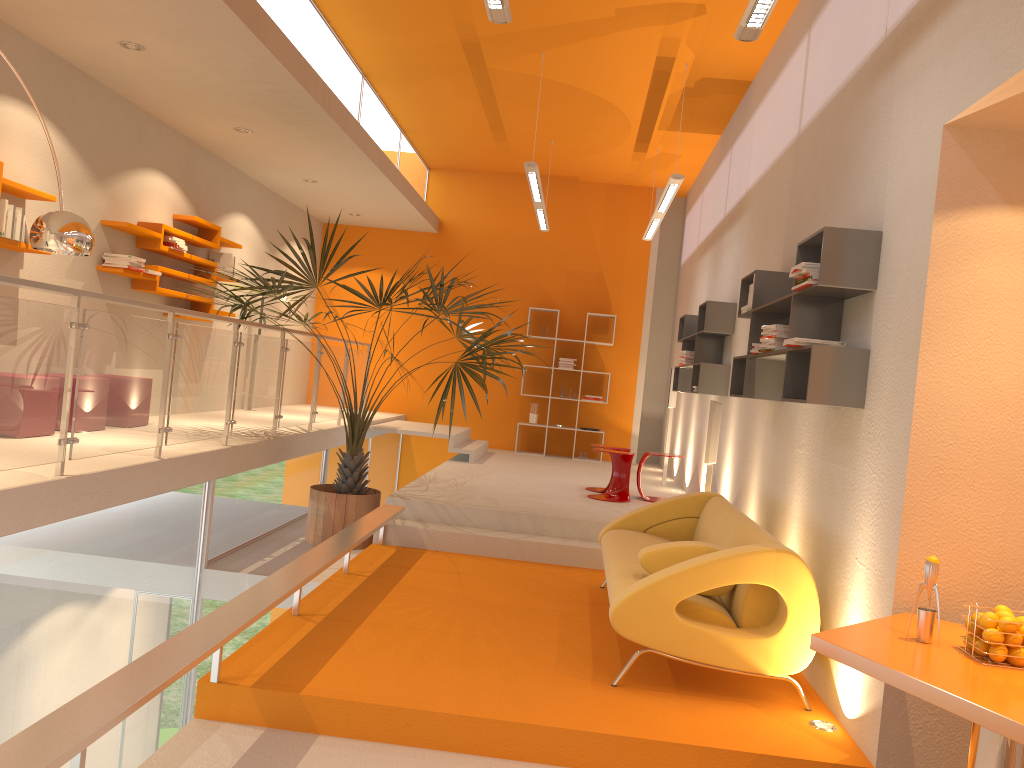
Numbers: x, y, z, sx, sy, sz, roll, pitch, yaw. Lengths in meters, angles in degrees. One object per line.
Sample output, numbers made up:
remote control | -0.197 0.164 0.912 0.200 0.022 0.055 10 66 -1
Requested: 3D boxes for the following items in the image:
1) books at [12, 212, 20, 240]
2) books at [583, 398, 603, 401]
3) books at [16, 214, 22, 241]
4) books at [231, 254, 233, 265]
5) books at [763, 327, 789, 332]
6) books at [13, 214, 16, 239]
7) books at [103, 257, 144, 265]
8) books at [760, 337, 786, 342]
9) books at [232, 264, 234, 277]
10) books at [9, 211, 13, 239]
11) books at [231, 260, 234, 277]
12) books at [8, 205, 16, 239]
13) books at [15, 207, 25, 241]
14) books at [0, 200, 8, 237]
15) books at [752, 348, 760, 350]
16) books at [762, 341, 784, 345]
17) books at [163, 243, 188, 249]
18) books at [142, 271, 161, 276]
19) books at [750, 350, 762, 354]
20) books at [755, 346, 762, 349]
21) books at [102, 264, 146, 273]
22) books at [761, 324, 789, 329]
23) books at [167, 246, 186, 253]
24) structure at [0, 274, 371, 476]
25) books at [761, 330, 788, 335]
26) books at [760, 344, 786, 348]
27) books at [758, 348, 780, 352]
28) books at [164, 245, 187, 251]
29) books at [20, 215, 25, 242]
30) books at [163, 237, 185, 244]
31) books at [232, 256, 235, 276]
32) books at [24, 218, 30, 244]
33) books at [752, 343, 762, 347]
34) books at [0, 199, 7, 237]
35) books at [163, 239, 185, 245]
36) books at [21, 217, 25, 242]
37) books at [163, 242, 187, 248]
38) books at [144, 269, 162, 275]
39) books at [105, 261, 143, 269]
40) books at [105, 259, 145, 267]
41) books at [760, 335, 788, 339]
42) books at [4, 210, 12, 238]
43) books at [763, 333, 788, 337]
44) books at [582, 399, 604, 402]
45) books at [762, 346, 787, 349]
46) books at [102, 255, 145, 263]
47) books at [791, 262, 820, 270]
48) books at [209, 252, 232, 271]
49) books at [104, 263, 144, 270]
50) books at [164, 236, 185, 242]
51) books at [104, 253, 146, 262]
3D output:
books | -3.209 -0.998 5.560 0.230 0.169 0.027 6 1 4
books | 1.103 0.216 12.086 0.268 0.011 0.190 6 1 6
books | -3.215 -0.999 5.588 0.230 0.169 0.027 6 1 4
books | -2.948 -1.212 8.956 0.230 0.227 0.017 6 1 4
books | 1.503 -0.287 4.856 0.190 0.015 0.254 6 1 1
books | -3.208 -0.991 5.542 0.207 0.156 0.009 6 1 4
books | -3.087 -0.977 7.057 0.230 0.017 0.227 6 1 -1
books | 1.510 -0.230 4.853 0.230 0.017 0.226 6 1 -6
books | -2.947 -1.183 9.006 0.230 0.169 0.027 6 1 4
books | -3.221 -0.999 5.503 0.230 0.169 0.027 6 1 4
books | -2.941 -1.182 8.978 0.230 0.169 0.027 6 1 4
books | -3.205 -1.018 5.526 0.207 0.210 0.021 6 1 4
books | -3.199 -1.018 5.611 0.207 0.210 0.021 6 1 4
books | -3.222 -1.027 5.453 0.230 0.227 0.017 6 1 4
books | 1.522 -0.188 5.213 0.190 0.011 0.268 6 1 21
books | 1.496 -0.216 4.856 0.190 0.015 0.254 6 1 1
books | -3.007 -1.209 7.776 0.254 0.015 0.190 6 1 0
books | -3.077 -0.923 7.347 0.254 0.015 0.190 6 1 11
books | 1.519 -0.176 5.209 0.210 0.013 0.297 6 1 19
books | 1.526 -0.201 5.222 0.190 0.015 0.254 6 1 15
books | -3.084 -0.920 7.060 0.210 0.013 0.297 6 1 4
books | 1.517 -0.301 4.852 0.230 0.017 0.226 6 1 -6
books | -3.025 -1.186 7.782 0.210 0.013 0.297 6 1 4
structure | -2.157 -0.015 4.773 0.195 0.900 11.050 6 1 4
books | 1.504 -0.272 4.864 0.190 0.015 0.254 6 1 -5
books | 1.497 -0.201 4.864 0.190 0.015 0.254 6 1 -5
books | 1.495 -0.175 4.851 0.210 0.013 0.297 6 1 -1
books | -3.018 -1.197 7.776 0.268 0.011 0.190 6 1 6
books | -3.213 -0.999 5.643 0.230 0.169 0.023 6 1 4
books | -3.016 -1.258 7.762 0.190 0.015 0.254 6 1 11
books | -2.931 -1.202 9.029 0.207 0.210 0.021 6 1 4
books | -3.211 -0.990 5.686 0.230 0.150 0.091 6 1 4
books | 1.522 -0.216 5.216 0.190 0.015 0.254 6 1 21
books | -3.216 -1.027 5.434 0.230 0.227 0.017 6 1 4
books | -3.016 -1.242 7.767 0.227 0.017 0.230 6 1 -1
books | -3.201 -0.992 5.627 0.207 0.156 0.009 6 1 4
books | -3.013 -1.225 7.779 0.254 0.015 0.190 6 1 6
books | -3.070 -0.939 7.359 0.226 0.017 0.230 6 1 4
books | -3.081 -0.945 7.046 0.190 0.015 0.254 6 1 0
books | -3.076 -0.960 7.053 0.190 0.015 0.254 6 1 6
books | 1.502 -0.246 4.850 0.210 0.013 0.297 6 1 -1
books | -3.215 -0.998 5.474 0.230 0.169 0.027 6 1 4
books | 1.504 -0.258 4.854 0.190 0.011 0.268 6 1 1
books | 1.098 0.227 12.087 0.296 0.013 0.210 6 1 4
books | 1.497 -0.187 4.854 0.190 0.011 0.268 6 1 1
books | -3.090 -0.994 7.059 0.254 0.015 0.190 6 1 11
books | 1.459 -0.542 4.187 0.226 0.017 0.230 6 1 4
books | -2.942 -1.211 8.937 0.230 0.227 0.017 6 1 4
books | -3.083 -0.932 7.056 0.190 0.011 0.268 6 1 6
books | -3.026 -1.275 7.767 0.230 0.017 0.226 6 1 4
books | -3.083 -1.009 7.071 0.226 0.017 0.230 6 1 4
